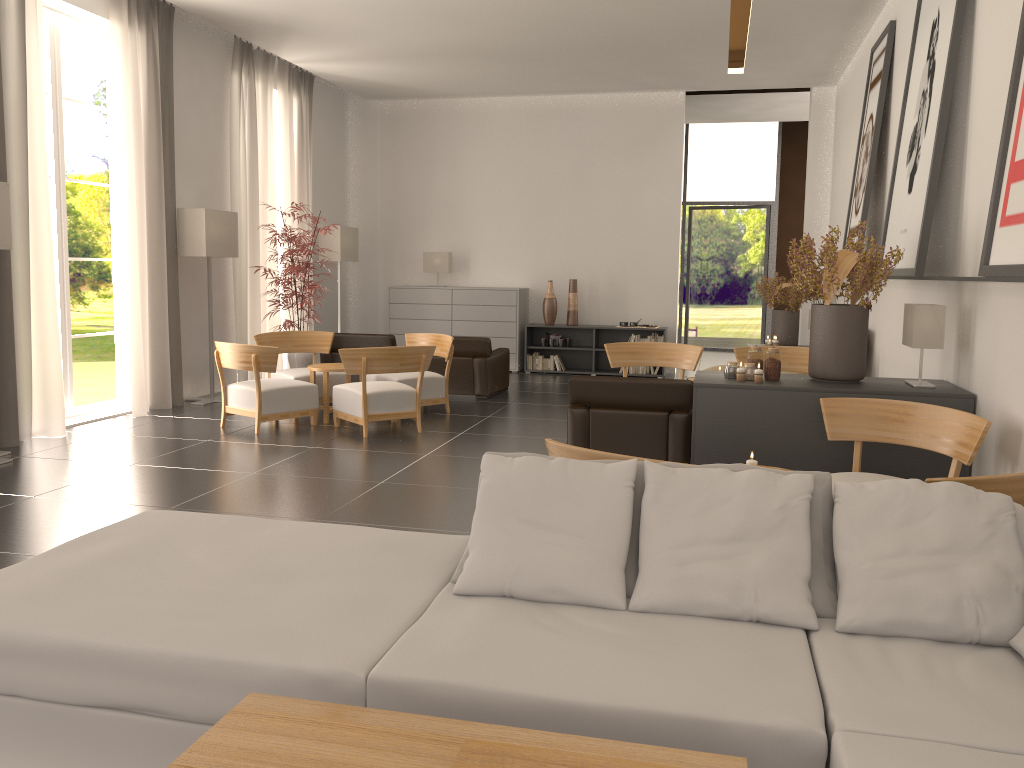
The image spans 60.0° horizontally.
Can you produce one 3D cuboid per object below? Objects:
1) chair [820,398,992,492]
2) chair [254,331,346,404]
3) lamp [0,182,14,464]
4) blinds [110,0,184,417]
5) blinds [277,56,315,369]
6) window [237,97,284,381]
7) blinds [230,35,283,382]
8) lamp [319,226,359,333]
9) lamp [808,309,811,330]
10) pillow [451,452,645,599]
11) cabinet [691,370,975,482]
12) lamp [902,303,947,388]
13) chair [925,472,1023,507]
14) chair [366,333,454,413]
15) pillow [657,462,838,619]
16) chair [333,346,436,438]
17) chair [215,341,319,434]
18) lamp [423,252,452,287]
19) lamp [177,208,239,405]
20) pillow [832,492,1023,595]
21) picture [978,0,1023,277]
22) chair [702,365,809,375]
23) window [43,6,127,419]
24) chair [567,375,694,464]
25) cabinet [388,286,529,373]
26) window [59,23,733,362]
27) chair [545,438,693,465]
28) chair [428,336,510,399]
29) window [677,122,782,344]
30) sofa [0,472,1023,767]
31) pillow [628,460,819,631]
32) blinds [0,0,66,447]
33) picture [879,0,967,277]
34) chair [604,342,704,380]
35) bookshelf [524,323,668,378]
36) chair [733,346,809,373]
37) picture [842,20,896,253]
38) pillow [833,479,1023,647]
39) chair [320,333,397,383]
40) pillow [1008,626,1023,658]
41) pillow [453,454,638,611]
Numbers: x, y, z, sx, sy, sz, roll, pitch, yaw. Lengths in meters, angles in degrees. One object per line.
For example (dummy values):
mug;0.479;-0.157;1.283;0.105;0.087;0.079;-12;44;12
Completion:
chair;2.870;0.794;7.020;1.151;1.224;1.454;-4;8;-37
chair;-3.327;-0.209;14.238;1.453;1.224;1.152;-5;9;-42
lamp;-6.164;-0.694;9.981;0.908;3.172;1.002;2;6;13
blinds;-5.590;-2.781;13.617;0.417;6.419;1.553;2;6;9
blinds;-4.474;-3.369;18.390;0.417;6.419;1.553;2;6;9
window;-5.262;-2.987;17.750;0.110;5.738;2.648;2;6;13
blinds;-4.859;-3.167;16.750;0.415;6.419;1.552;3;6;17
lamp;-3.858;-1.908;19.839;0.908;3.172;1.002;2;6;13
lamp;5.921;-1.062;17.245;0.257;0.754;0.515;2;7;13
pillow;0.214;0.678;4.382;0.919;0.576;0.550;2;7;13
cabinet;2.978;0.588;8.592;2.400;1.237;1.122;2;7;13
lamp;3.831;-0.362;8.279;0.257;0.756;0.515;2;7;13
chair;2.618;1.003;5.341;1.452;1.224;1.153;-3;8;-32
chair;-1.595;-0.168;14.113;1.151;1.224;1.454;-4;8;-37
pillow;1.066;0.715;4.183;0.919;0.590;0.558;2;7;13
chair;-1.847;0.041;12.434;1.452;1.224;1.153;-3;8;-32
chair;-3.512;-0.004;12.597;1.453;1.224;1.152;6;8;38
lamp;-1.734;-2.673;20.695;0.619;0.794;0.310;2;6;13
lamp;-5.036;-1.288;14.803;0.908;3.172;1.002;2;6;13
pillow;1.923;0.789;4.009;0.918;0.509;0.617;3;7;15
picture;3.445;-2.412;5.496;0.384;3.486;1.603;2;6;13
chair;4.608;-0.408;15.671;2.421;1.483;1.302;1;7;3
window;-6.460;-2.357;12.629;0.110;5.738;2.648;2;6;13
chair;1.447;0.401;10.494;1.538;1.074;1.502;2;7;13
cabinet;-1.239;-1.302;20.533;3.081;1.872;1.042;2;7;13
window;6.606;-5.600;19.234;99.134;20.540;48.720;2;7;13
chair;0.953;0.958;5.503;1.453;1.224;1.152;6;8;38
chair;-0.945;-0.371;16.322;1.538;1.074;1.502;2;7;13
window;2.551;-4.744;26.440;10.310;7.366;0.100;2;6;13
sofa;-0.211;1.358;2.223;5.526;1.202;5.615;2;7;13
pillow;0.973;0.710;4.063;0.802;0.594;0.596;2;7;13
blinds;-6.234;-2.443;10.872;0.415;6.419;1.552;3;6;17
picture;4.365;-2.896;9.429;0.384;3.486;2.197;2;7;13
chair;1.995;0.047;12.746;1.452;1.224;1.153;2;7;13
bookshelf;1.867;-0.753;19.734;3.081;1.077;0.741;2;7;13
chair;3.806;0.126;12.330;1.452;1.224;1.153;2;7;13
picture;5.231;-3.352;13.132;0.384;3.486;1.603;2;6;13
pillow;1.817;0.753;3.878;0.797;0.579;0.626;3;7;14
chair;-2.685;-0.447;16.722;1.538;1.074;1.502;2;7;13
pillow;2.206;0.828;3.186;0.587;0.595;0.820;2;7;13
pillow;0.180;0.674;4.244;0.802;0.597;0.586;2;7;12
